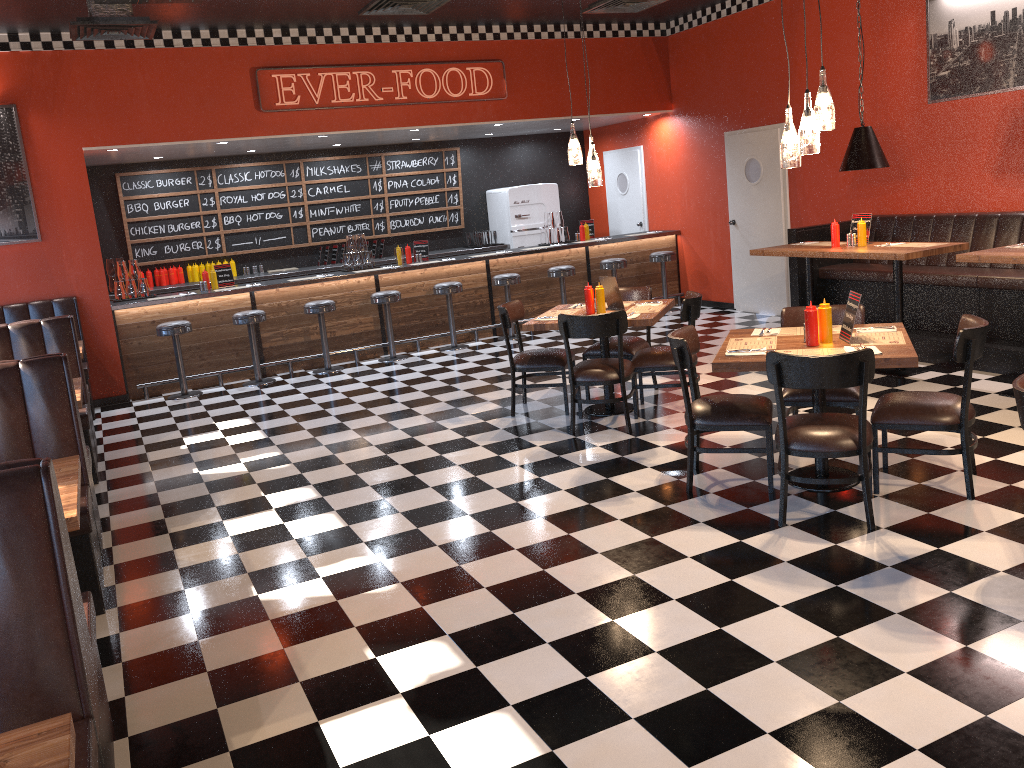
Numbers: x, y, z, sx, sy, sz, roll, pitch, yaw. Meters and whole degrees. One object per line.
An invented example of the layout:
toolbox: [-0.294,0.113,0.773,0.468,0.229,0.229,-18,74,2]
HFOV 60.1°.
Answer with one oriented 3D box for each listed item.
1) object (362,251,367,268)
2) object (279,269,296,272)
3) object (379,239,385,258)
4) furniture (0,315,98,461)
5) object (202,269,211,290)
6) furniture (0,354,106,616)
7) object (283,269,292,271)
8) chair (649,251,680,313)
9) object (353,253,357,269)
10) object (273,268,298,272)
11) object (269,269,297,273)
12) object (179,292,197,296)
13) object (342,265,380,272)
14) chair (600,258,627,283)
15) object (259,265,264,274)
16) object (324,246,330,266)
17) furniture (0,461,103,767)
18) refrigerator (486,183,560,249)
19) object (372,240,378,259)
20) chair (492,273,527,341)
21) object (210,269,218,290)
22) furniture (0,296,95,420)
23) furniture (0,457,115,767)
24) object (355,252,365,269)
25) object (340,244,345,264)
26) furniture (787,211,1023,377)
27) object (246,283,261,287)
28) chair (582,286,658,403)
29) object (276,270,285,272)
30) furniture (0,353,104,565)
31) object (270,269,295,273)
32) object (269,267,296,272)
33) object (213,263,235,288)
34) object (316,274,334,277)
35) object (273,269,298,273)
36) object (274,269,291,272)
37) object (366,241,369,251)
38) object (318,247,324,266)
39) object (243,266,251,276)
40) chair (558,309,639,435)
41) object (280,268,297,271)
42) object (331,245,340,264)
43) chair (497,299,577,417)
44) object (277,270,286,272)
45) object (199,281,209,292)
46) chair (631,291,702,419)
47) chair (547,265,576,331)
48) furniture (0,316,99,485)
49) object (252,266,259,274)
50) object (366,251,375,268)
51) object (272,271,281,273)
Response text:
object: [-1.748,-1.492,10.623,0.105,0.207,0.106,-2,11,20]
object: [-3.056,-1.513,11.811,0.366,0.001,0.262,-11,13,-22]
object: [-1.821,-1.888,12.374,0.072,0.255,0.189,-9,11,-19]
furniture: [-4.164,0.138,6.723,1.714,1.146,0.709,-11,12,-24]
object: [-3.369,-1.152,9.753,0.068,0.236,0.068,-10,11,-23]
furniture: [-2.830,0.605,3.951,1.714,1.146,0.709,-11,12,-24]
object: [-3.057,-1.520,11.809,0.366,0.001,0.262,-11,13,-21]
chair: [1.987,-1.339,11.546,0.348,0.769,0.351,-2,11,20]
object: [-1.854,-1.470,10.573,0.105,0.207,0.106,-2,11,20]
object: [-3.057,-1.523,11.809,0.366,0.001,0.262,-11,13,-24]
object: [-3.056,-1.512,11.811,0.366,0.001,0.262,-10,13,-19]
object: [-3.460,-0.966,9.452,0.158,0.019,0.256,-12,14,-28]
object: [-1.802,-1.373,10.555,0.438,0.018,0.274,-11,13,-24]
chair: [1.313,-1.203,11.237,0.349,0.769,0.350,-9,11,-19]
object: [-3.312,-1.528,11.703,0.047,0.135,0.094,-11,12,-29]
object: [-2.524,-1.746,12.050,0.073,0.258,0.193,-10,11,-21]
furniture: [-1.801,0.965,1.812,1.714,1.146,0.709,-11,12,-24]
refrigerator: [0.239,-2.006,13.018,0.805,1.790,0.853,-10,11,-24]
object: [-1.921,-1.868,12.328,0.074,0.256,0.190,-10,11,-22]
chair: [-0.036,-0.932,10.618,0.348,0.769,0.351,-2,11,20]
object: [-3.273,-1.155,9.719,0.068,0.236,0.068,-10,11,-23]
furniture: [-4.893,-0.117,8.239,1.714,1.146,0.709,-11,12,-24]
furniture: [-2.105,0.858,2.444,1.714,1.146,0.709,-11,12,-24]
object: [-1.800,-1.455,10.478,0.105,0.207,0.106,-2,11,20]
object: [-2.324,-1.787,12.144,0.072,0.255,0.189,-9,11,-19]
furniture: [5.075,-0.403,4.915,1.107,1.140,8.801,-11,13,-24]
object: [-2.844,-1.093,9.751,0.158,0.019,0.256,-10,13,-18]
chair: [0.887,-0.337,7.229,0.486,0.861,0.549,1,12,32]
object: [-3.057,-1.518,11.810,0.366,0.001,0.262,-12,14,-27]
furniture: [-3.135,0.498,4.584,1.714,1.146,0.709,-11,12,-24]
object: [-3.057,-1.515,11.810,0.366,0.001,0.262,-11,13,-21]
object: [-3.058,-1.525,11.809,0.366,0.001,0.262,-11,13,-23]
object: [-3.210,-1.208,9.891,0.189,0.255,0.072,-13,12,-34]
object: [-2.136,-1.241,10.101,0.158,0.019,0.256,-12,14,-28]
object: [-3.056,-1.510,11.811,0.366,0.001,0.262,-11,13,-23]
object: [-3.057,-1.521,11.809,0.366,0.001,0.262,-11,13,-24]
object: [-2.022,-1.848,12.282,0.072,0.255,0.189,-9,11,-19]
object: [-2.609,-1.731,12.017,0.070,0.256,0.190,-9,11,-17]
object: [-3.496,-1.499,11.655,0.093,0.135,0.047,-4,10,10]
chair: [0.626,-0.115,6.325,0.486,0.861,0.549,-3,11,15]
object: [-3.058,-1.524,11.809,0.366,0.001,0.262,-11,13,-25]
object: [-2.424,-1.767,12.097,0.072,0.255,0.189,-11,12,-29]
chair: [0.197,-0.223,7.024,0.544,0.861,0.490,-3,11,15]
object: [-3.057,-1.516,11.810,0.366,0.001,0.262,-11,13,-22]
object: [-3.358,-1.075,9.637,0.093,0.135,0.047,-4,10,10]
chair: [1.163,-0.226,6.586,0.544,0.861,0.490,-3,11,15]
chair: [0.639,-1.068,10.927,0.349,0.769,0.350,-10,11,-24]
furniture: [-3.860,0.244,6.091,1.714,1.146,0.709,-11,12,-24]
object: [-3.398,-1.521,11.708,0.046,0.135,0.094,-2,11,20]
object: [-1.687,-1.476,10.522,0.105,0.207,0.106,-2,11,20]
object: [-3.056,-1.511,11.811,0.366,0.001,0.262,-11,13,-24]
